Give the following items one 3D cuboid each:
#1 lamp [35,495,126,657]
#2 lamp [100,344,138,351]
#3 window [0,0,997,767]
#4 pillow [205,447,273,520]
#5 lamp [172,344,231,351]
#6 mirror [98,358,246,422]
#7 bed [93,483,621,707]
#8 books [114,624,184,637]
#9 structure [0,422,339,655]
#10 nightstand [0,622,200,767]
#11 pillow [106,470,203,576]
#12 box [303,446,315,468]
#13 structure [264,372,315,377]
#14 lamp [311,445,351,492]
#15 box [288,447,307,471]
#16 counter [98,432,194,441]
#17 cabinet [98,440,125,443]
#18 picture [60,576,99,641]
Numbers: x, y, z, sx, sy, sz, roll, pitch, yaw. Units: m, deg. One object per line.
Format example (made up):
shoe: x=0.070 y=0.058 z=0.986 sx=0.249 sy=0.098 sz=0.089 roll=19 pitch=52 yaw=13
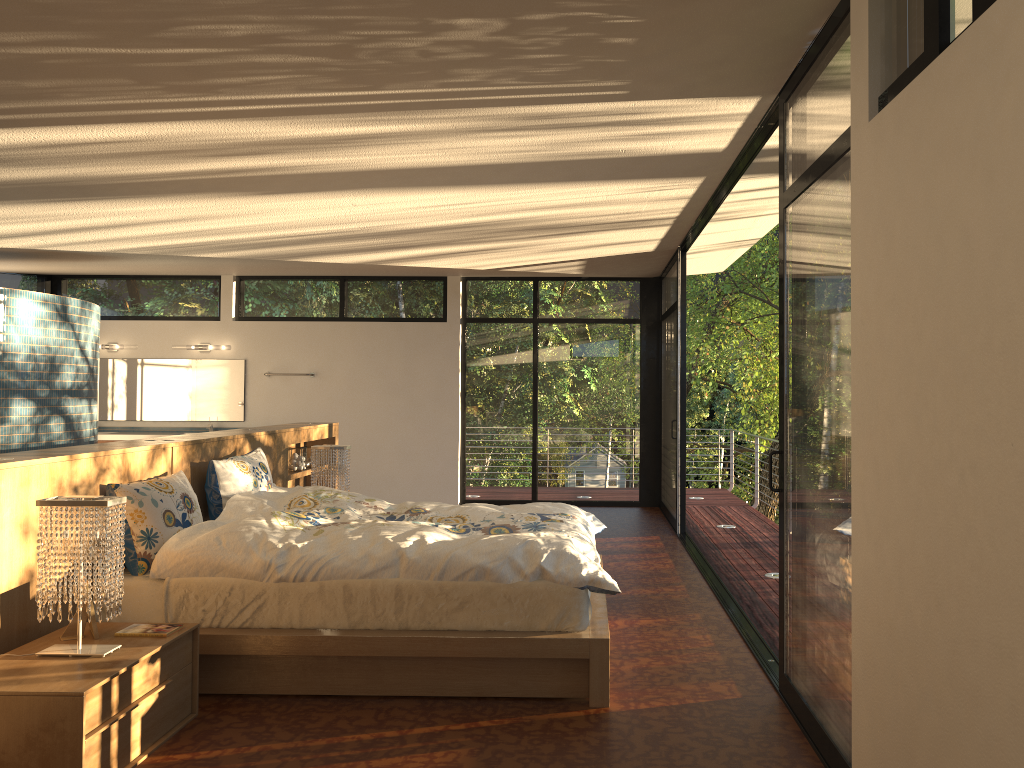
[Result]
lamp: x=-1.454 y=0.641 z=2.976 sx=0.246 sy=0.523 sz=0.124 roll=0 pitch=-1 yaw=2
lamp: x=-4.325 y=-0.397 z=9.504 sx=0.619 sy=0.070 sz=0.117 roll=0 pitch=-1 yaw=1
window: x=-2.102 y=0.003 z=4.582 sx=6.828 sy=2.514 sz=10.335 roll=0 pitch=-1 yaw=3
pillow: x=-1.472 y=0.584 z=4.817 sx=0.251 sy=0.439 sz=0.624 roll=0 pitch=-1 yaw=8
lamp: x=-3.320 y=-0.390 z=9.491 sx=0.619 sy=0.070 sz=0.117 roll=0 pitch=-1 yaw=1
mirror: x=-3.848 y=0.063 z=9.573 sx=1.956 sy=0.678 sz=0.100 roll=0 pitch=-1 yaw=1
bed: x=-0.568 y=0.912 z=4.390 sx=2.149 sy=0.712 sz=1.832 roll=0 pitch=-1 yaw=2
books: x=-1.322 y=0.900 z=3.228 sx=0.188 sy=0.012 sz=0.134 roll=0 pitch=-1 yaw=3
structure: x=-1.806 y=0.771 z=4.281 sx=0.307 sy=0.974 sz=5.811 roll=0 pitch=-1 yaw=5
nightstand: x=-1.457 y=1.076 z=2.966 sx=0.476 sy=0.347 sz=0.777 roll=0 pitch=-1 yaw=4
pillow: x=-1.577 y=0.615 z=3.951 sx=0.267 sy=0.405 sz=0.604 roll=0 pitch=-1 yaw=5
box: x=-1.541 y=0.558 z=6.786 sx=0.133 sy=0.156 sz=0.158 roll=0 pitch=-1 yaw=3
structure: x=-2.396 y=-0.101 z=9.510 sx=0.537 sy=0.056 sz=0.199 roll=0 pitch=-1 yaw=1
lamp: x=-1.224 y=0.781 z=6.029 sx=0.260 sy=0.730 sz=0.163 roll=0 pitch=-1 yaw=2
box: x=-1.577 y=0.548 z=6.457 sx=0.116 sy=0.171 sz=0.125 roll=0 pitch=-1 yaw=3
counter: x=-3.871 y=0.573 z=9.257 sx=2.275 sy=0.111 sz=0.551 roll=0 pitch=-1 yaw=1
cabinet: x=-3.874 y=0.930 z=9.248 sx=2.274 sy=0.711 sz=0.550 roll=0 pitch=-1 yaw=1
picture: x=-1.551 y=0.802 z=3.166 sx=0.118 sy=0.202 sz=0.152 roll=1 pitch=-1 yaw=-32
